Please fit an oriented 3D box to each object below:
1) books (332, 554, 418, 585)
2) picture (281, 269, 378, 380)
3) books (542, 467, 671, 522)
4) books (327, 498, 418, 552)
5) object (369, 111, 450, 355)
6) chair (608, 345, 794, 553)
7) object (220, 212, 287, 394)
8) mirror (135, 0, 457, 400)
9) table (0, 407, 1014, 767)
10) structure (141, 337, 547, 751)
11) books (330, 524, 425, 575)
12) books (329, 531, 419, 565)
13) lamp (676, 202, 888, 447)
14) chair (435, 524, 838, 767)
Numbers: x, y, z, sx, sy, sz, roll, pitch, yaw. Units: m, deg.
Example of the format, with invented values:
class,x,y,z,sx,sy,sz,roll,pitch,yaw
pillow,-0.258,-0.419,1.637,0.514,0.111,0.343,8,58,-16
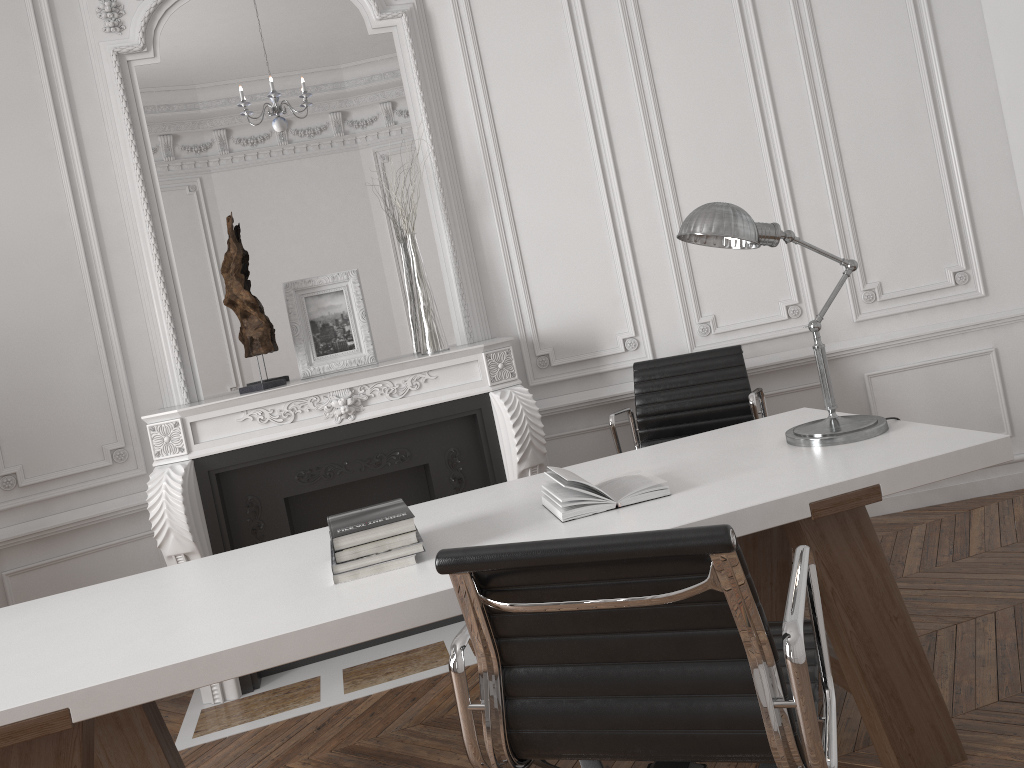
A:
class,x,y,z,sx,sy,sz,roll,pitch,yaw
books,-0.329,0.412,2.108,0.191,0.022,0.242,-12,5,-10
picture,-0.801,-0.267,3.892,0.341,0.435,0.095,-12,1,-12
books,0.225,0.248,2.240,0.279,0.095,0.226,-12,5,-10
books,-0.340,0.334,2.117,0.192,0.032,0.258,-13,5,-14
object,-0.384,-0.664,3.862,0.288,1.053,0.298,-11,1,26
chair,0.748,0.365,3.549,0.691,0.923,0.671,-11,2,12
object,-1.113,-0.346,3.678,0.142,0.753,0.166,-11,1,30
mirror,-0.962,-0.897,3.918,1.126,1.812,0.001,-12,1,-12
table,-0.105,0.748,2.236,2.630,0.748,0.900,-13,3,-12
structure,-0.601,0.544,3.609,1.610,1.183,0.808,-12,2,-12
books,-0.327,0.387,2.118,0.212,0.022,0.259,-13,5,-12
books,-0.333,0.364,2.108,0.191,0.028,0.239,-13,5,-14
lamp,0.747,-0.181,2.428,0.490,0.699,0.268,-12,1,-12
chair,0.288,0.640,1.587,0.691,0.923,0.672,-11,2,14
